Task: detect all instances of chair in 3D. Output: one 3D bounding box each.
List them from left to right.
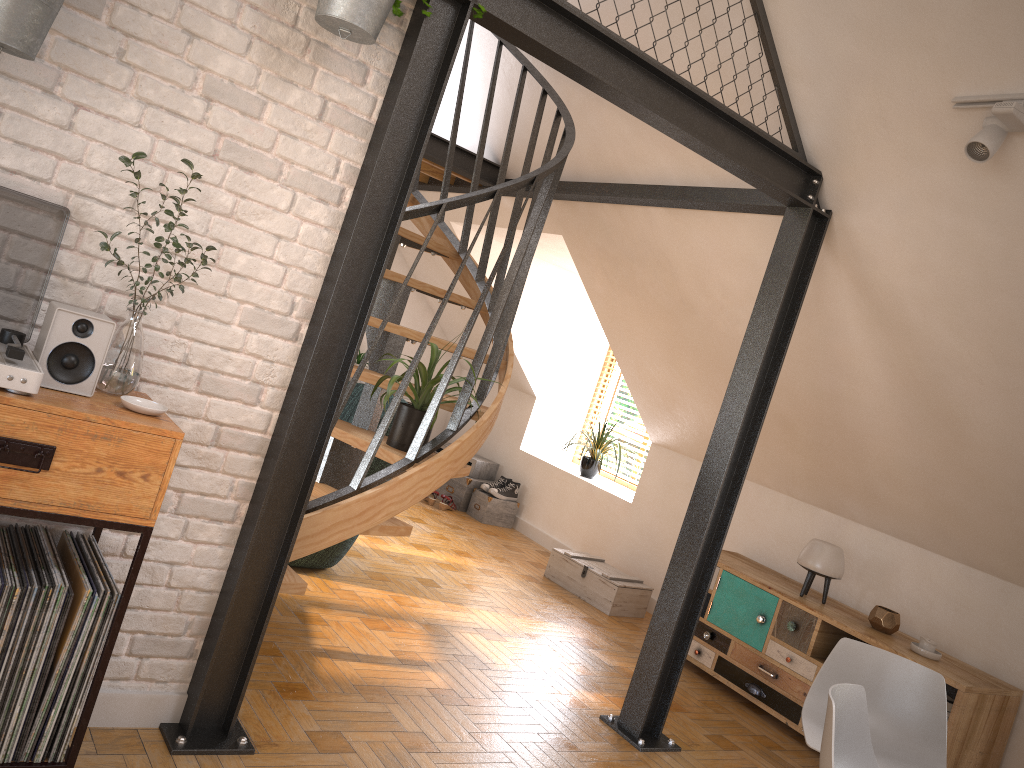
[{"bbox_3d":[-1.079,0.430,4.712,0.903,0.964,0.895,19,1,40],"label":"chair"},{"bbox_3d":[0.972,1.230,2.552,0.405,0.871,0.428,18,0,22],"label":"chair"},{"bbox_3d":[0.801,1.192,1.999,0.432,0.866,0.401,18,0,35],"label":"chair"},{"bbox_3d":[0.559,0.186,0.513,3.994,2.686,3.512,17,1,-35],"label":"chair"}]

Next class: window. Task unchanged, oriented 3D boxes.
[{"bbox_3d":[-0.116,-1.009,2.350,8.577,4.466,7.835,17,2,-36],"label":"window"}]

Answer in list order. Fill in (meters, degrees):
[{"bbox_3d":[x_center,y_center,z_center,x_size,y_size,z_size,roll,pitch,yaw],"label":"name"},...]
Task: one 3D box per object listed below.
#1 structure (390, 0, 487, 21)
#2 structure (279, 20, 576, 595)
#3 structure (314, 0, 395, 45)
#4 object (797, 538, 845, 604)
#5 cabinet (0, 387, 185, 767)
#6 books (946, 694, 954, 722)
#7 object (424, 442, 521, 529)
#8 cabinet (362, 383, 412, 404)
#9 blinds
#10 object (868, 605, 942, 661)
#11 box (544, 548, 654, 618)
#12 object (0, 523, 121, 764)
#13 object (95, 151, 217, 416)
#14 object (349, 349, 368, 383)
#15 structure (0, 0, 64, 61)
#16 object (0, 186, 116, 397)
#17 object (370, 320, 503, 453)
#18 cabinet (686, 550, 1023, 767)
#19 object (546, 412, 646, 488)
[{"bbox_3d":[-0.121,-1.980,2.602,1.296,1.871,0.461,18,0,-39],"label":"structure"},{"bbox_3d":[-0.607,-0.867,3.956,1.620,3.819,2.258,18,0,-21],"label":"structure"},{"bbox_3d":[-0.352,-1.241,2.395,0.437,0.652,0.423,18,0,-6],"label":"structure"},{"bbox_3d":[1.640,0.999,4.735,0.239,0.313,0.242,18,1,-26],"label":"object"},{"bbox_3d":[-1.514,0.383,1.866,1.257,0.964,0.459,18,0,-36],"label":"cabinet"},{"bbox_3d":[1.893,1.446,4.055,0.221,0.101,0.278,18,2,1],"label":"books"},{"bbox_3d":[-0.500,0.796,7.591,0.692,0.429,1.163,17,2,-36],"label":"object"},{"bbox_3d":[-1.356,0.361,7.871,0.828,0.696,0.381,18,1,-36],"label":"cabinet"},{"bbox_3d":[1.148,0.075,7.338,0.069,1.485,1.439,19,0,-36],"label":"blinds"},{"bbox_3d":[1.922,1.210,4.333,0.147,0.114,0.428,18,2,-21],"label":"object"},{"bbox_3d":[0.568,1.317,5.925,0.373,0.218,0.646,17,2,-41],"label":"box"},{"bbox_3d":[-1.615,0.554,1.850,1.305,0.574,0.407,17,1,-36],"label":"object"},{"bbox_3d":[-0.915,-0.266,2.212,0.294,0.621,0.292,18,0,-21],"label":"object"},{"bbox_3d":[-1.337,-0.167,7.708,0.232,0.330,0.215,18,0,-30],"label":"object"},{"bbox_3d":[-1.086,-0.993,1.982,0.358,0.535,0.386,18,0,-26],"label":"structure"},{"bbox_3d":[-1.275,-0.267,1.939,0.782,0.415,0.417,17,1,-36],"label":"object"},{"bbox_3d":[-0.357,-0.030,3.527,0.460,0.592,0.524,19,1,42],"label":"object"},{"bbox_3d":[1.568,1.474,4.665,0.593,0.634,1.770,18,2,-36],"label":"cabinet"},{"bbox_3d":[0.708,0.476,7.164,1.014,0.584,0.925,18,1,-18],"label":"object"}]
